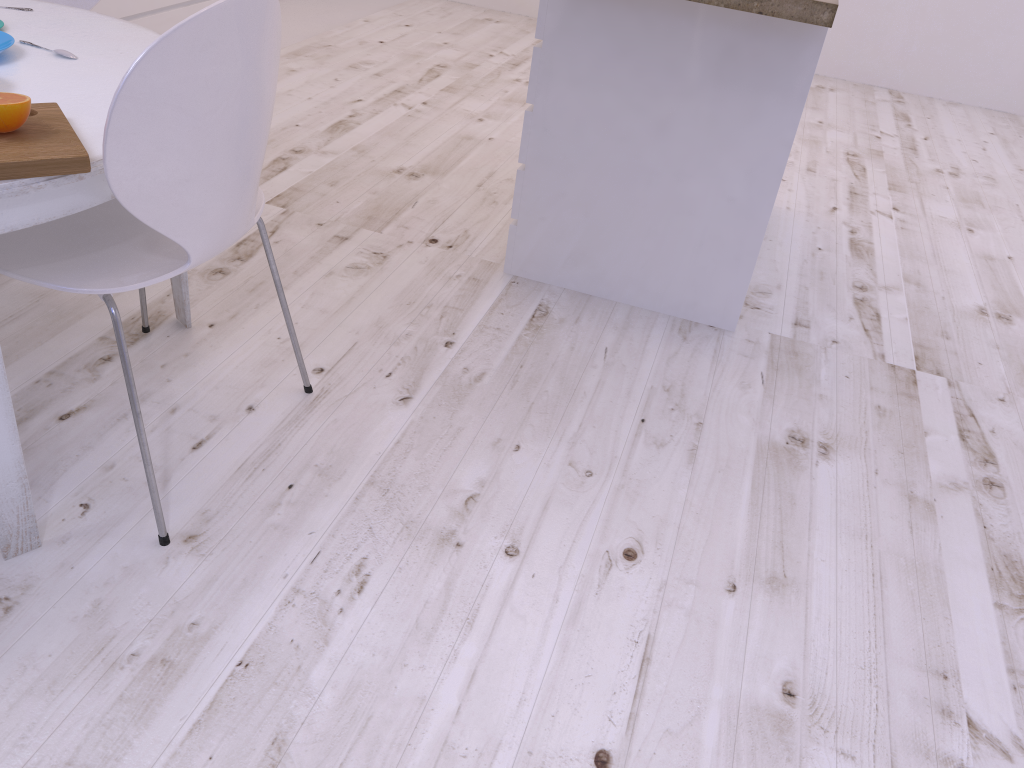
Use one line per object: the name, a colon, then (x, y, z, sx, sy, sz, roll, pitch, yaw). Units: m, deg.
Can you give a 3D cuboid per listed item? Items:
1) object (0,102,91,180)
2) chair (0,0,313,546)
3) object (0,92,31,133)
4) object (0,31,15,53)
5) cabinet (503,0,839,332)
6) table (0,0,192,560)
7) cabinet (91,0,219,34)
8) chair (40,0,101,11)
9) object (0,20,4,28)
object: (-0.761, -0.312, 1.159, 0.347, 0.024, 0.224, -14, 40, -30)
chair: (-0.646, -0.258, 1.502, 0.483, 0.845, 0.604, 16, 34, 10)
object: (-0.754, -0.338, 1.110, 0.285, 0.075, 0.129, -17, 41, -33)
object: (-0.952, -0.573, 1.502, 0.196, 0.023, 0.196, 9, 34, 0)
cabinet: (0.472, -0.799, 2.558, 0.654, 0.842, 1.167, 16, 34, 10)
table: (-1.111, -0.242, 1.565, 1.140, 0.629, 1.140, -24, 45, -39)
cabinet: (-1.509, -1.568, 3.255, 0.654, 0.842, 1.036, 16, 34, 10)
chair: (-1.101, -0.758, 2.142, 0.604, 0.845, 0.483, -18, 42, -34)
object: (-1.016, -0.659, 1.629, 0.147, 0.011, 0.147, 17, 35, 13)
